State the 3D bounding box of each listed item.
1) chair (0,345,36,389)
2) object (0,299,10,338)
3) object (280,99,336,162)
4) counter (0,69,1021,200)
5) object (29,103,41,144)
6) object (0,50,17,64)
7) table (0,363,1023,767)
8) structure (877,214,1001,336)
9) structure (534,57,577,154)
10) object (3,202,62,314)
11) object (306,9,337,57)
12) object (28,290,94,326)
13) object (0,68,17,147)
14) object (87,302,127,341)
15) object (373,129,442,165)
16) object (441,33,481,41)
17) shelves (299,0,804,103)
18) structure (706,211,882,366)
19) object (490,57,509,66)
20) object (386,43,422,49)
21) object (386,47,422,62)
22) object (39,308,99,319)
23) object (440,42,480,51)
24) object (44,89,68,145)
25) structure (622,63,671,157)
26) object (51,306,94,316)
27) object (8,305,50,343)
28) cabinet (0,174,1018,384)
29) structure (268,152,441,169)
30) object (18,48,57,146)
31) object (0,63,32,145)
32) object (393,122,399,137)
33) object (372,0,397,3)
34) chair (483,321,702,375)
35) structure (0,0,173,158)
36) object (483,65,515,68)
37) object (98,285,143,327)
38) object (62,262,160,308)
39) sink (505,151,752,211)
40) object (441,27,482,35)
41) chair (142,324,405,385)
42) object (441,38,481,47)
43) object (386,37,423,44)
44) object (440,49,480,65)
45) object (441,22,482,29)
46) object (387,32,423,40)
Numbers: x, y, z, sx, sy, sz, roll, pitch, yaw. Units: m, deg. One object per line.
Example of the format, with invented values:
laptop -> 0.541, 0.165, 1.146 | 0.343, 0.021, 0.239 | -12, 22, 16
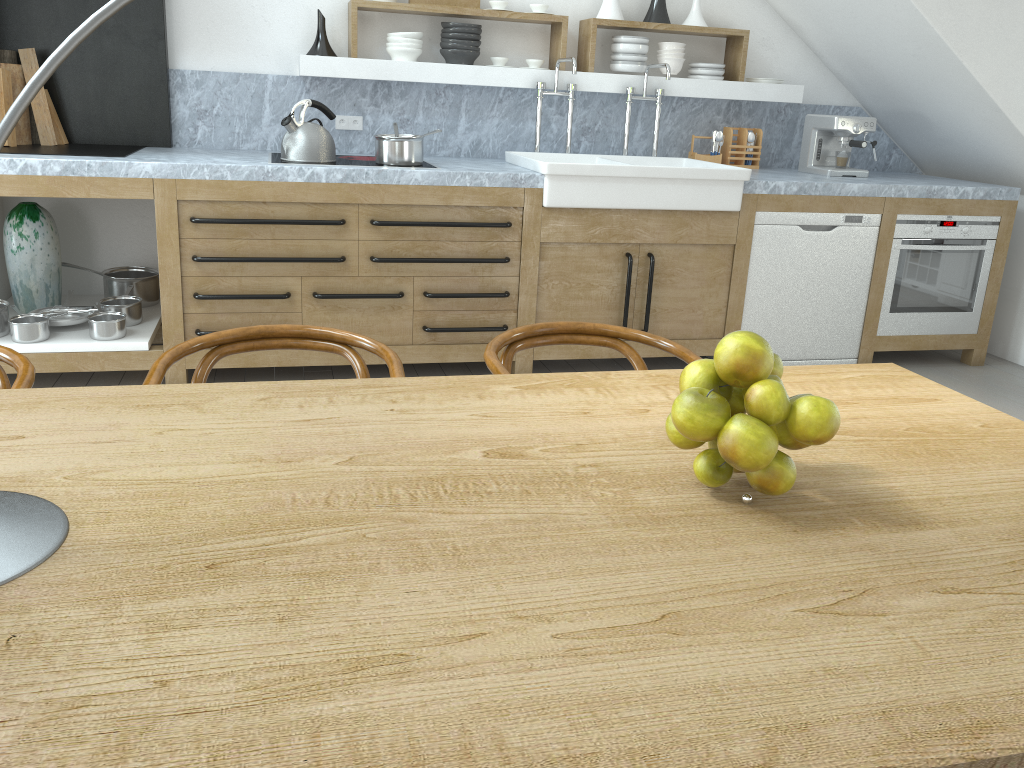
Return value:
chair -> -1.194, 0.340, 1.710 | 0.527, 0.729, 0.626 | -3, 18, -18
object -> -2.245, -0.297, 3.754 | 0.223, 0.162, 0.381 | -5, 19, -25
object -> -0.909, -1.132, 3.951 | 0.246, 0.265, 0.248 | 1, 17, -5
counter -> -0.506, -1.300, 4.171 | 6.576, 0.615, 0.969 | -2, 18, -15
object -> -2.205, -1.240, 4.081 | 0.105, 0.293, 0.111 | -11, 21, -38
object -> -2.290, -1.281, 4.041 | 0.089, 0.455, 0.111 | -1, 17, -15
table -> -0.734, 0.546, 1.030 | 3.349, 0.792, 1.027 | -2, 18, -15
structure -> 2.152, -0.653, 4.891 | 0.632, 0.631, 0.636 | -2, 18, -15
structure -> 0.283, -1.369, 4.487 | 0.214, 0.525, 0.335 | -8, 20, -33
object -> -2.207, -0.585, 4.089 | 0.231, 0.494, 0.232 | 11, 18, 25
object -> -0.929, -1.712, 4.326 | 0.156, 0.217, 0.157 | -8, 20, -32
object -> -2.043, -0.336, 3.968 | 0.264, 0.052, 0.511 | -11, 22, -36
object -> -2.200, -1.190, 3.829 | 0.081, 0.333, 0.149 | -5, 18, -24
object -> -1.730, -0.267, 3.809 | 0.153, 0.112, 0.263 | -2, 18, -15
object -> -0.450, -1.087, 4.096 | 0.395, 0.169, 0.233 | -9, 21, -34
object -> -0.259, -1.729, 4.482 | 0.206, 0.072, 0.207 | -6, 20, -26
shelves -> -1.014, -2.116, 4.023 | 5.552, 1.351, 0.483 | -4, 18, -20
structure -> 1.416, -0.540, 4.730 | 0.724, 0.816, 0.603 | -2, 18, -15
object -> -0.067, -1.661, 4.580 | 0.098, 0.048, 0.099 | -3, 18, -17
object -> -0.539, -1.665, 4.426 | 0.181, 0.065, 0.182 | 10, 19, 21
object -> -0.539, -1.643, 4.432 | 0.181, 0.063, 0.182 | 5, 18, 7
object -> -1.947, -0.310, 3.890 | 0.247, 0.045, 0.041 | -2, 18, -16
object -> -0.264, -1.682, 4.495 | 0.205, 0.085, 0.207 | 10, 19, 21
object -> -2.122, -1.227, 4.086 | 0.113, 0.249, 0.058 | -1, 17, -12
structure -> 0.755, -1.384, 4.611 | 0.214, 0.525, 0.335 | -8, 20, -33
object -> -1.958, -0.329, 3.961 | 0.170, 0.035, 0.061 | -2, 18, -15
object -> -2.017, -0.251, 3.712 | 0.154, 0.112, 0.262 | -5, 19, -25
cabinet -> -0.613, -0.511, 4.362 | 6.429, 1.014, 1.012 | -2, 18, -15
structure -> -0.748, -1.019, 4.117 | 0.737, 0.041, 0.653 | -2, 18, -15
object -> -2.119, -1.285, 3.984 | 0.148, 0.424, 0.079 | 9, 17, 19
object -> -2.214, -1.232, 3.942 | 0.072, 0.363, 0.131 | 4, 17, 3
object -> -0.534, -1.120, 4.099 | 0.051, 0.165, 0.237 | -3, 18, -19
object -> -0.633, -1.952, 4.342 | 0.168, 0.167, 0.175 | -7, 20, -30
chair -> 0.197, 0.278, 2.125 | 0.527, 0.729, 0.626 | -3, 18, -18
structure -> -2.060, -1.938, 3.649 | 1.076, 1.869, 0.787 | -2, 17, -15
object -> -0.068, -1.638, 4.586 | 0.164, 0.012, 0.165 | 4, 18, 2
object -> -1.743, -0.350, 4.039 | 0.182, 0.132, 0.311 | 6, 18, 9
object -> -1.944, -0.495, 4.362 | 0.456, 0.195, 0.270 | 9, 18, 18
sink -> 0.538, -1.001, 4.364 | 1.021, 0.200, 0.733 | -2, 18, -15
object -> -0.255, -1.754, 4.479 | 0.205, 0.083, 0.207 | 7, 18, 12
chair -> -0.505, 0.298, 1.950 | 0.527, 0.729, 0.626 | -1, 17, -12
object -> -0.259, -1.706, 4.483 | 0.205, 0.086, 0.206 | 12, 20, 26
object -> -0.535, -1.687, 4.420 | 0.181, 0.068, 0.182 | 4, 18, 2
object -> -0.265, -1.656, 4.503 | 0.206, 0.072, 0.207 | -6, 20, -26
object -> -0.256, -1.781, 4.473 | 0.205, 0.079, 0.207 | -1, 18, -12
object -> -0.532, -1.714, 4.412 | 0.181, 0.075, 0.182 | 10, 19, 21
